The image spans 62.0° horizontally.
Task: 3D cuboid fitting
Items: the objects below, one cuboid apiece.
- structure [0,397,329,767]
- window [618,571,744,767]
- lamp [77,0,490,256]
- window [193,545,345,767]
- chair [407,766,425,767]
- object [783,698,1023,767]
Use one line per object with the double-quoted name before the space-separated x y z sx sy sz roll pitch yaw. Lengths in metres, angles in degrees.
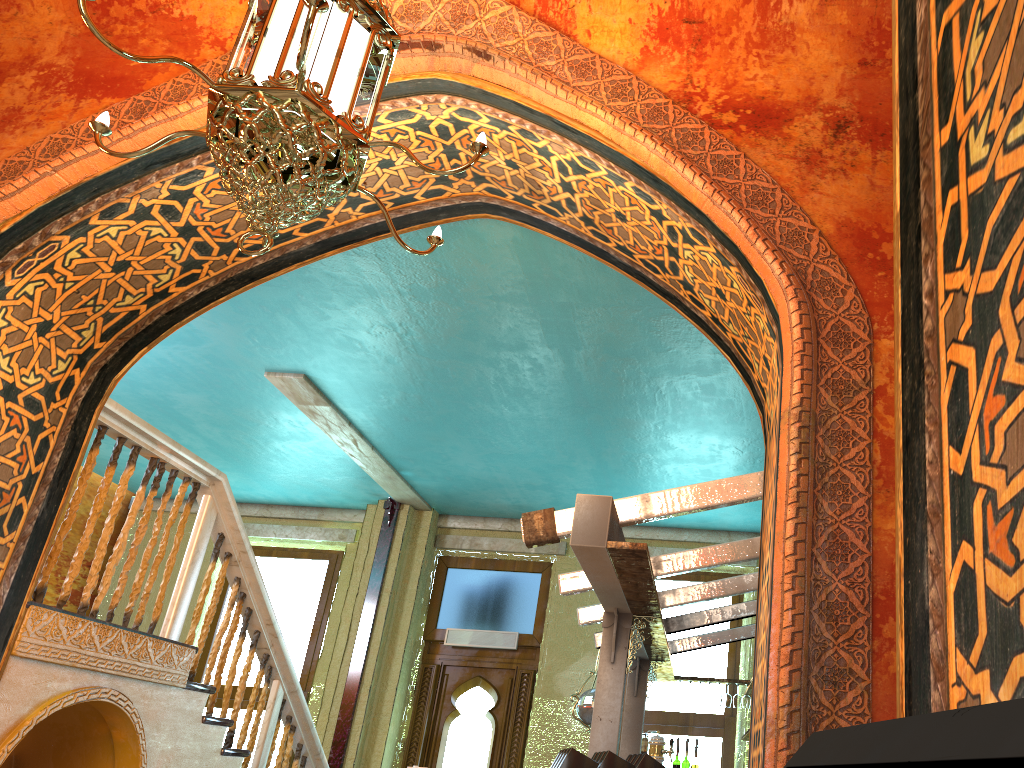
"structure" -2.741 2.682 6.692 1.751 3.100 6.119 2 -24 13
"window" 2.028 3.987 10.539 1.518 3.371 0.090 7 -22 2
"lamp" -0.592 -1.452 2.993 1.268 2.331 1.163 5 -23 8
"window" -3.248 3.688 10.575 1.518 3.371 0.090 7 -22 2
"chair" -0.422 2.811 4.647 0.533 1.317 0.476 15 -23 -15
"object" 0.141 0.344 0.470 0.256 0.313 0.460 6 -24 2
